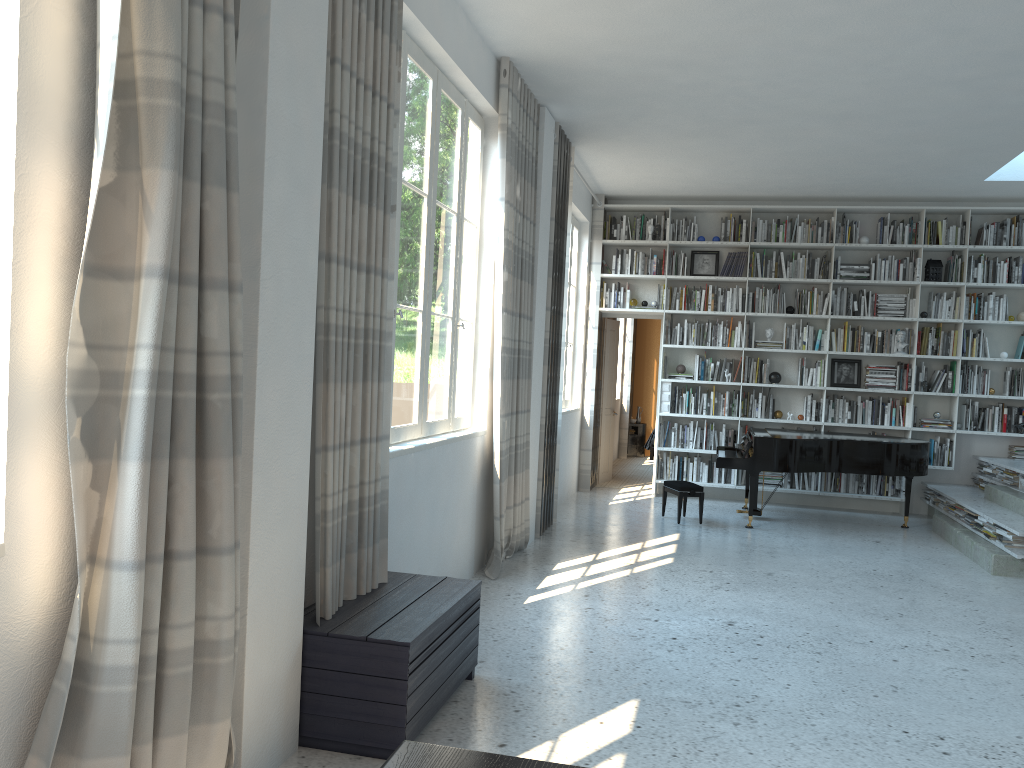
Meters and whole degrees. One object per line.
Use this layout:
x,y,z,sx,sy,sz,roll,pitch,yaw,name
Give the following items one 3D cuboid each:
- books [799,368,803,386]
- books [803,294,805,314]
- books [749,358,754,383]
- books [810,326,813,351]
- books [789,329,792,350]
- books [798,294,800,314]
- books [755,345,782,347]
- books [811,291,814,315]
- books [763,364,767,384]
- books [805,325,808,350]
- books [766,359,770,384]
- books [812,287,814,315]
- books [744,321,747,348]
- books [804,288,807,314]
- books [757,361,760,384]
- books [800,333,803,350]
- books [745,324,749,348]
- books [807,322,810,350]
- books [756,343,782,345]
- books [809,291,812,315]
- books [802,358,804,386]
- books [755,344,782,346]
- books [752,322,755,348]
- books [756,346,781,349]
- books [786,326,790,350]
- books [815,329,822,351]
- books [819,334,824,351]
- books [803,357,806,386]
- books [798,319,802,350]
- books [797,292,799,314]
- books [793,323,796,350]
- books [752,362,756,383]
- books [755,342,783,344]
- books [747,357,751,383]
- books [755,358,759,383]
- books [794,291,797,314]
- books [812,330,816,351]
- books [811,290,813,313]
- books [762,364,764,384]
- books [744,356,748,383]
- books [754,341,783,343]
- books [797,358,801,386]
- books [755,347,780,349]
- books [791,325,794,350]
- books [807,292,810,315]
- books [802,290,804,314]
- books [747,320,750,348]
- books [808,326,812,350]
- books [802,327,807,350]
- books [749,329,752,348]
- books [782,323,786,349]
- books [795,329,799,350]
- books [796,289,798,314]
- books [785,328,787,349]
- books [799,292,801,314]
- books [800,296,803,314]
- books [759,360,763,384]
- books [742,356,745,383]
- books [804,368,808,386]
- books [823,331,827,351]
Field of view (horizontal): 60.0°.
3.045,-0.076,9.360,0.025,0.186,0.154,3,2,13,books
3.059,-0.828,9.322,0.006,0.216,0.181,3,2,13,books
2.557,-0.141,9.474,0.036,0.263,0.166,3,2,13,books
3.150,-0.474,9.344,0.022,0.256,0.152,3,2,13,books
2.941,-0.471,9.396,0.024,0.227,0.137,3,2,13,books
3.022,-0.831,9.359,0.013,0.216,0.149,3,2,13,books
2.725,-0.399,9.431,0.254,0.012,0.161,3,1,9,books
3.150,-0.842,9.316,0.006,0.253,0.180,3,2,13,books
2.688,-0.110,9.439,0.028,0.216,0.175,3,2,13,books
3.093,-0.481,9.326,0.012,0.265,0.192,3,2,13,books
2.720,-0.134,9.447,0.028,0.266,0.144,3,2,13,books
3.157,-0.867,9.317,0.006,0.304,0.165,3,2,13,books
2.494,-0.523,9.492,0.012,0.285,0.159,3,2,13,books
3.092,-0.863,9.347,0.033,0.287,0.155,3,2,13,books
2.632,-0.127,9.459,0.014,0.244,0.153,3,2,13,books
3.053,-0.446,9.366,0.025,0.189,0.140,3,2,13,books
2.510,-0.509,9.482,0.024,0.257,0.134,3,2,13,books
3.108,-0.498,9.331,0.011,0.301,0.178,3,2,13,books
2.727,-0.423,9.432,0.254,0.012,0.161,3,1,10,books
3.136,-0.843,9.327,0.017,0.253,0.139,3,2,13,books
3.067,-0.128,9.365,0.011,0.292,0.155,3,2,13,books
2.725,-0.411,9.429,0.254,0.012,0.161,3,1,8,books
2.576,-0.515,9.468,0.021,0.278,0.136,3,2,13,books
2.727,-0.387,9.440,0.254,0.012,0.161,3,1,13,books
2.909,-0.482,9.374,0.030,0.247,0.174,3,2,13,books
3.209,-0.456,9.307,0.060,0.227,0.179,3,2,13,books
3.255,-0.431,9.315,0.027,0.181,0.142,3,2,13,books
3.078,-0.131,9.360,0.012,0.298,0.166,3,2,13,books
3.036,-0.517,9.353,0.010,0.329,0.173,3,2,13,books
3.010,-0.843,9.343,0.005,0.240,0.173,3,2,13,books
2.976,-0.498,9.360,0.012,0.286,0.167,3,2,13,books
2.587,-0.122,9.470,0.025,0.228,0.153,3,2,13,books
2.728,-0.435,9.434,0.285,0.012,0.159,3,1,15,books
2.529,-0.148,9.487,0.026,0.275,0.154,3,2,13,books
2.609,-0.143,9.444,0.026,0.274,0.190,3,2,13,books
2.994,-0.851,9.367,0.005,0.254,0.161,3,2,13,books
3.172,-0.454,9.339,0.026,0.219,0.150,3,2,13,books
3.146,-0.849,9.323,0.004,0.265,0.141,3,2,13,books
2.670,-0.107,9.447,0.011,0.208,0.180,3,2,13,books
2.504,-0.155,9.488,0.025,0.284,0.145,3,2,13,books
2.728,-0.447,9.429,0.285,0.012,0.159,3,1,9,books
3.030,-0.127,9.367,0.012,0.285,0.159,3,2,13,books
2.725,-0.374,9.436,0.285,0.012,0.159,3,1,11,books
2.961,-0.489,9.376,0.022,0.267,0.151,3,2,13,books
3.106,-0.839,9.309,0.013,0.244,0.188,3,2,13,books
3.060,-0.854,9.354,0.009,0.267,0.149,3,2,13,books
2.531,-0.528,9.495,0.011,0.298,0.135,3,2,13,books
3.123,-0.477,9.329,0.023,0.260,0.170,3,2,13,books
3.076,-0.473,9.341,0.028,0.247,0.170,3,2,13,books
2.549,-0.483,9.481,0.034,0.210,0.136,3,2,13,books
2.881,-0.502,9.386,0.012,0.285,0.159,3,2,13,books
3.007,-0.466,9.370,0.048,0.225,0.149,3,2,13,books
3.005,-0.862,9.372,0.012,0.276,0.129,3,2,13,books
2.893,-0.475,9.397,0.010,0.232,0.154,3,2,13,books
3.026,-0.840,9.331,0.005,0.236,0.178,3,2,13,books
3.047,-0.821,9.349,0.011,0.200,0.162,3,2,13,books
2.657,-0.128,9.471,0.028,0.248,0.142,3,2,13,books
2.477,-0.156,9.504,0.012,0.285,0.159,3,2,13,books
3.097,-0.072,9.363,0.030,0.183,0.154,3,2,13,books
3.282,-0.447,9.311,0.026,0.217,0.126,3,2,13,books
